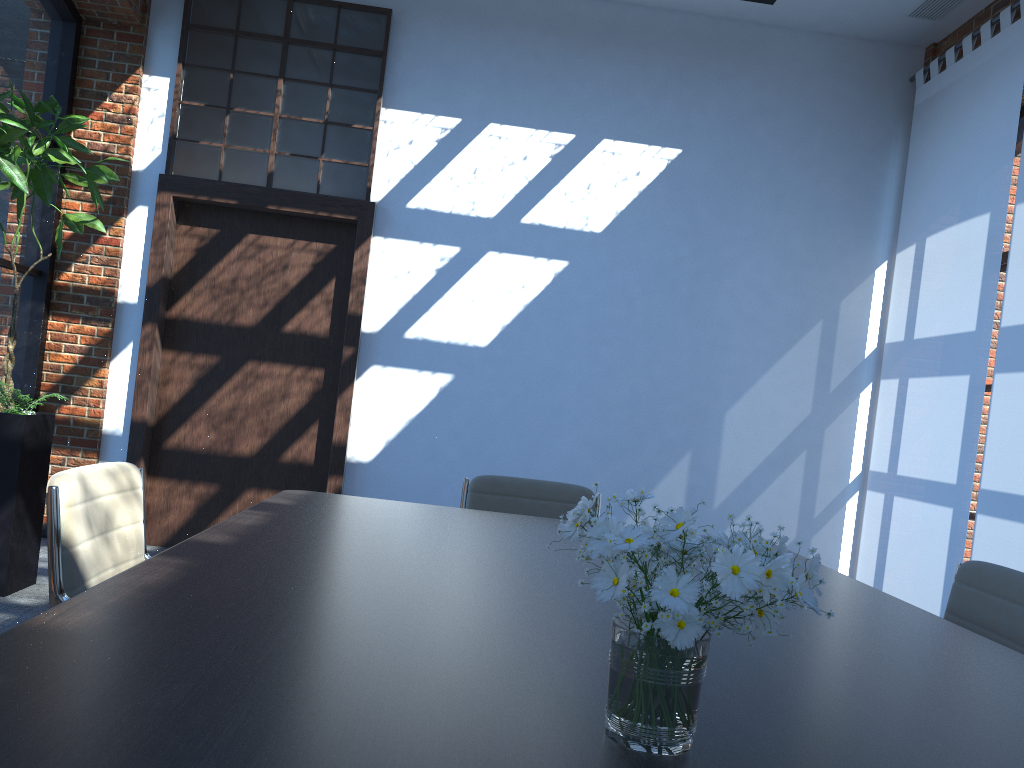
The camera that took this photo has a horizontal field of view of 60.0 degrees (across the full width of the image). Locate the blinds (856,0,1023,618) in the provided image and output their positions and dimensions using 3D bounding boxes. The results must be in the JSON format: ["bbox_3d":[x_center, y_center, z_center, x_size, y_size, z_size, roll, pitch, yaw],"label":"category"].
[{"bbox_3d":[2.572,-0.264,5.426,0.039,3.758,1.218,7,0,-3],"label":"blinds"}]

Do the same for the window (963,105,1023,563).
[{"bbox_3d":[3.361,-0.179,1.267,0.160,3.608,9.621,7,-1,-3],"label":"window"}]

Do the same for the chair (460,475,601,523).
[{"bbox_3d":[0.052,0.833,3.240,0.560,0.923,0.706,7,0,-3],"label":"chair"}]

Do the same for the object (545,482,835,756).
[{"bbox_3d":[0.200,0.284,1.090,0.329,0.309,0.336,7,-1,7],"label":"object"}]

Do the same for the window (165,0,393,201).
[{"bbox_3d":[-1.521,-1.897,5.806,1.329,1.292,0.059,7,1,-4],"label":"window"}]

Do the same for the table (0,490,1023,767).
[{"bbox_3d":[0.173,0.842,1.015,1.810,0.810,4.503,7,-2,-3],"label":"table"}]

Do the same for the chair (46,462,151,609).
[{"bbox_3d":[-0.804,0.703,2.282,0.706,0.923,0.560,7,0,-3],"label":"chair"}]

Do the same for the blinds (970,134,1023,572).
[{"bbox_3d":[2.650,-0.291,4.151,0.039,3.758,1.218,7,0,-3],"label":"blinds"}]

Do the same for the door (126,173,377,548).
[{"bbox_3d":[-1.739,-0.067,5.884,1.400,2.436,0.200,7,1,-4],"label":"door"}]

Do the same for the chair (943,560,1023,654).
[{"bbox_3d":[0.977,0.919,2.356,0.706,0.923,0.560,7,0,0],"label":"chair"}]

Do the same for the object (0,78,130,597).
[{"bbox_3d":[-2.514,-0.227,4.430,0.946,2.492,1.323,7,0,-3],"label":"object"}]
